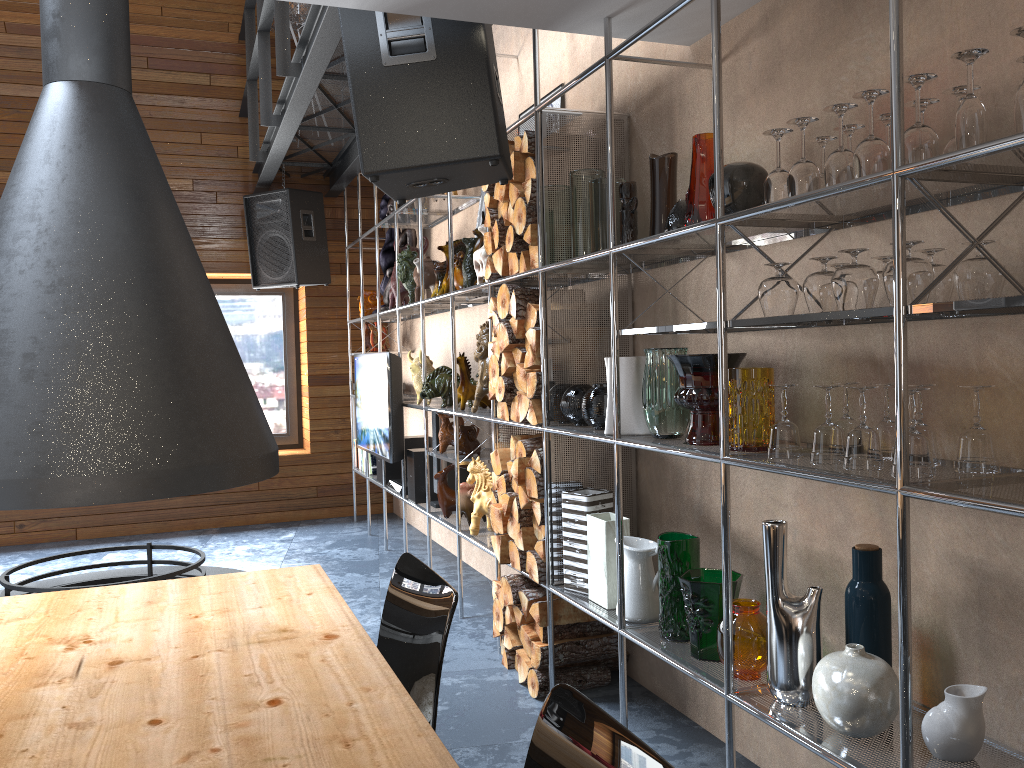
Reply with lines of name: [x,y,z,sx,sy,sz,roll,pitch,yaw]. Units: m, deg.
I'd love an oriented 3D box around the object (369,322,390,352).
object: [-0.979,-0.347,6.568,0.060,0.223,0.267,-1,2,25]

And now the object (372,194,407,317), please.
object: [-0.880,-0.921,6.265,0.244,0.879,0.244,-1,2,8]

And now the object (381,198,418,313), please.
object: [-0.767,-0.895,6.021,0.305,0.840,0.237,-2,2,-18]

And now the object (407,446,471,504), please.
object: [-0.430,0.533,5.233,0.343,0.303,0.175,-2,2,-20]

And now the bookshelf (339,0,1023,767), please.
bookshelf: [0.733,-1.940,1.874,0.421,6.219,10.739,-2,2,-20]

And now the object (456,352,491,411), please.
object: [-0.173,-0.017,4.418,0.290,0.290,0.097,-3,2,-40]

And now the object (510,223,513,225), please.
object: [0.139,-0.595,3.492,0.288,0.118,0.147,-2,2,-16]

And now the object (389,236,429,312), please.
object: [-0.668,-0.682,5.554,0.219,0.440,0.462,-2,2,-20]

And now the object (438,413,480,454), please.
object: [-0.280,0.258,4.686,0.217,0.214,0.108,-1,2,5]

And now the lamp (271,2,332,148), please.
lamp: [-1.391,-2.131,5.976,0.475,1.002,0.475,-1,2,4]

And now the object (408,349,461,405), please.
object: [-0.432,-0.040,4.973,0.325,0.310,0.154,-3,2,-35]

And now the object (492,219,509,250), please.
object: [0.087,-0.613,3.584,0.329,0.135,0.095,-2,2,-17]

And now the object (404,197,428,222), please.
object: [-0.613,-1.258,5.567,0.207,0.442,0.328,-2,2,-27]

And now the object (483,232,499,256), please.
object: [0.049,-0.580,3.690,0.321,0.109,0.110,-2,2,-21]

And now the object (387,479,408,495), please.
object: [-0.597,0.648,5.636,0.325,0.058,0.360,-2,2,-20]

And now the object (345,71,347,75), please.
object: [-1.136,-2.372,6.730,0.246,0.016,0.182,-2,2,-20]

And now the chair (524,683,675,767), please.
chair: [-0.074,0.809,0.900,0.599,0.825,0.527,-2,2,-20]

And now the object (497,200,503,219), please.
object: [0.092,-0.730,3.603,0.290,0.153,0.112,-2,2,-17]

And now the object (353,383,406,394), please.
object: [-1.006,0.023,6.684,0.320,0.114,0.404,-2,2,-20]

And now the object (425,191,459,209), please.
object: [-0.421,-1.258,5.159,0.215,0.458,0.328,-2,2,-15]

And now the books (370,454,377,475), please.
books: [-0.967,0.569,6.517,0.138,0.185,0.081,-2,2,-20]

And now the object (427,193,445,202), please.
object: [-0.457,-1.156,4.870,0.208,0.280,0.131,-3,2,-38]

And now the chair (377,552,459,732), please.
chair: [-0.374,0.794,1.711,0.599,0.825,0.527,-2,2,-20]

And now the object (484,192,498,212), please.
object: [0.046,-0.741,3.669,0.308,0.120,0.097,-2,2,-16]

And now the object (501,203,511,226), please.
object: [0.128,-0.673,3.516,0.330,0.098,0.107,-2,2,-16]

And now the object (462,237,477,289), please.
object: [-0.110,-0.565,4.183,0.253,0.249,0.126,-2,2,-15]

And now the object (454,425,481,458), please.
object: [-0.222,0.284,4.469,0.105,0.168,0.210,-1,2,20]

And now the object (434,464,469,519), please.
object: [-0.286,0.556,4.659,0.249,0.290,0.114,-1,2,5]

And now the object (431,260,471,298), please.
object: [-0.288,-0.551,4.698,0.272,0.207,0.137,-2,2,-17]

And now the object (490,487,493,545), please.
object: [-0.001,0.532,3.903,0.198,0.358,0.116,-2,2,-28]

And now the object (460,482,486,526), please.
object: [-0.205,0.592,4.437,0.119,0.220,0.212,-1,2,14]

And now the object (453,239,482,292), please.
object: [-0.200,-0.577,4.368,0.227,0.270,0.123,-2,2,-20]

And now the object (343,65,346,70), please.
object: [-1.141,-2.410,6.728,0.252,0.028,0.180,-2,2,-20]

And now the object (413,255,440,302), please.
object: [-0.468,-0.583,4.947,0.164,0.266,0.237,-2,2,-3]

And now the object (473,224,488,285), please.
object: [-0.012,-0.572,3.874,0.314,0.280,0.151,-2,2,-22]

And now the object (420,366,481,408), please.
object: [-0.284,0.012,4.655,0.403,0.221,0.192,-1,2,17]

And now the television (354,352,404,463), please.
television: [-0.836,0.124,5.575,0.115,0.638,1.075,-2,2,-20]

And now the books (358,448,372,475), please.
books: [-1.054,0.555,6.707,0.139,0.208,0.461,-2,2,-21]

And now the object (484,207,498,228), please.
object: [0.054,-0.674,3.675,0.331,0.110,0.107,-2,2,-18]

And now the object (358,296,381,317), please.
object: [-1.077,-0.594,6.764,0.233,0.209,0.107,-3,2,-33]

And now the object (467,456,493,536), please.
object: [-0.059,0.525,4.110,0.375,0.363,0.170,0,2,35]

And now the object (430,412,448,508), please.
object: [-0.398,0.422,4.992,0.112,0.533,0.112,-2,2,-20]

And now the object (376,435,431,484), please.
object: [-0.743,0.517,6.080,0.343,0.303,0.175,-2,2,-20]

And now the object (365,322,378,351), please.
object: [-1.054,-0.355,6.755,0.116,0.229,0.233,-1,2,20]

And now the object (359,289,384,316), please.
object: [-0.986,-0.590,6.530,0.278,0.222,0.138,-2,2,-10]

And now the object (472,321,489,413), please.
object: [-0.034,-0.088,4.024,0.210,0.451,0.405,-2,2,-28]

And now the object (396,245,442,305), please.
object: [-0.539,-0.632,5.169,0.255,0.356,0.167,-2,2,-1]

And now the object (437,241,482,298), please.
object: [-0.238,-0.587,4.533,0.290,0.290,0.097,-2,2,-22]

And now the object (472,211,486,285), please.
object: [-0.080,-0.614,4.027,0.198,0.358,0.116,-2,2,-13]
